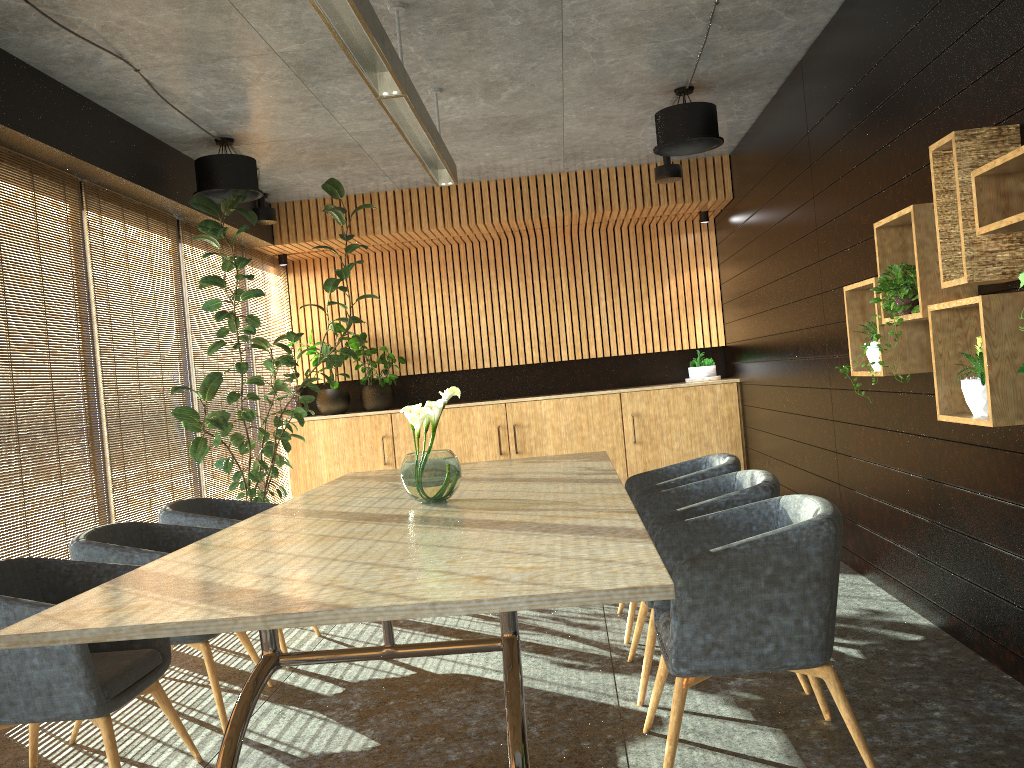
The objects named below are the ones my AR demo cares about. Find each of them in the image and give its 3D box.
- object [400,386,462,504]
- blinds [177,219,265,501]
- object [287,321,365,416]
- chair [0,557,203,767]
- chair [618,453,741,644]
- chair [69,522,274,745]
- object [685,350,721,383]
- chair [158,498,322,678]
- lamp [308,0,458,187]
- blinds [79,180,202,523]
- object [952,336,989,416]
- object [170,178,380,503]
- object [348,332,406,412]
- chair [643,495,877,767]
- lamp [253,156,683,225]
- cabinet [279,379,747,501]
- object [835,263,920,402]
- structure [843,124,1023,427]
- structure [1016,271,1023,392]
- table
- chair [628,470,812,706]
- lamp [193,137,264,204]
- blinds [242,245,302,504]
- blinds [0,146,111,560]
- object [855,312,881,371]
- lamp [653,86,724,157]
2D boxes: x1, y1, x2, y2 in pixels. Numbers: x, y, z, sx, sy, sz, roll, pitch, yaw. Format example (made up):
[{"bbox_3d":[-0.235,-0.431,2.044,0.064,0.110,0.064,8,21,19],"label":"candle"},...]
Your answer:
[{"bbox_3d":[-0.399,0.296,4.278,0.295,0.546,0.322,-5,0,13],"label":"object"},{"bbox_3d":[-2.597,0.120,8.127,0.039,3.038,1.422,-5,0,4],"label":"blinds"},{"bbox_3d":[-2.072,-0.178,9.875,0.640,1.054,0.666,-6,0,-45],"label":"object"},{"bbox_3d":[-1.735,1.153,3.447,0.761,0.944,0.706,-5,0,4],"label":"chair"},{"bbox_3d":[0.960,0.899,5.081,0.761,0.944,0.706,-5,0,4],"label":"chair"},{"bbox_3d":[-1.680,1.144,4.344,0.761,0.944,0.706,-5,0,4],"label":"chair"},{"bbox_3d":[2.093,-0.203,9.777,0.384,0.347,0.384,-5,0,26],"label":"object"},{"bbox_3d":[-1.625,1.134,5.242,0.761,0.944,0.706,-5,0,4],"label":"chair"},{"bbox_3d":[-0.606,-1.686,4.261,0.151,0.618,4.009,-5,0,4],"label":"lamp"},{"bbox_3d":[-2.688,0.136,6.636,0.039,3.038,1.422,-5,0,4],"label":"blinds"},{"bbox_3d":[1.869,-0.034,3.534,0.226,0.318,0.241,-5,0,3],"label":"object"},{"bbox_3d":[-2.197,0.008,7.564,1.958,3.266,1.875,-5,0,42],"label":"object"},{"bbox_3d":[-1.555,-0.138,9.828,0.679,0.880,0.512,-5,0,7],"label":"object"},{"bbox_3d":[0.850,0.918,3.285,0.761,0.944,0.706,-5,0,4],"label":"chair"},{"bbox_3d":[-0.481,-1.892,8.503,4.179,0.294,0.257,-5,0,4],"label":"lamp"},{"bbox_3d":[0.002,0.800,9.844,4.954,1.272,1.006,-5,0,4],"label":"cabinet"},{"bbox_3d":[1.773,-0.238,4.108,0.401,0.633,0.445,-5,0,-16],"label":"object"},{"bbox_3d":[1.883,-0.419,3.778,0.242,1.130,2.172,-5,0,4],"label":"structure"},{"bbox_3d":[1.509,0.344,1.340,0.952,1.987,2.081,-5,0,5],"label":"structure"},{"bbox_3d":[-0.330,1.028,4.260,1.816,0.927,3.932,-5,0,4],"label":"table"},{"bbox_3d":[0.905,0.909,4.183,0.761,0.944,0.706,-5,0,4],"label":"chair"},{"bbox_3d":[-2.175,-1.641,6.750,0.513,0.497,0.513,-5,0,-26],"label":"lamp"},{"bbox_3d":[-2.507,0.105,9.592,0.039,3.038,1.422,-5,0,4],"label":"blinds"},{"bbox_3d":[-2.778,0.152,5.171,0.039,3.038,1.422,-5,0,4],"label":"blinds"},{"bbox_3d":[1.913,-0.231,4.599,0.241,0.318,0.226,-5,0,-22],"label":"object"},{"bbox_3d":[1.281,-1.956,6.534,0.513,0.497,0.513,-5,0,33],"label":"lamp"}]
